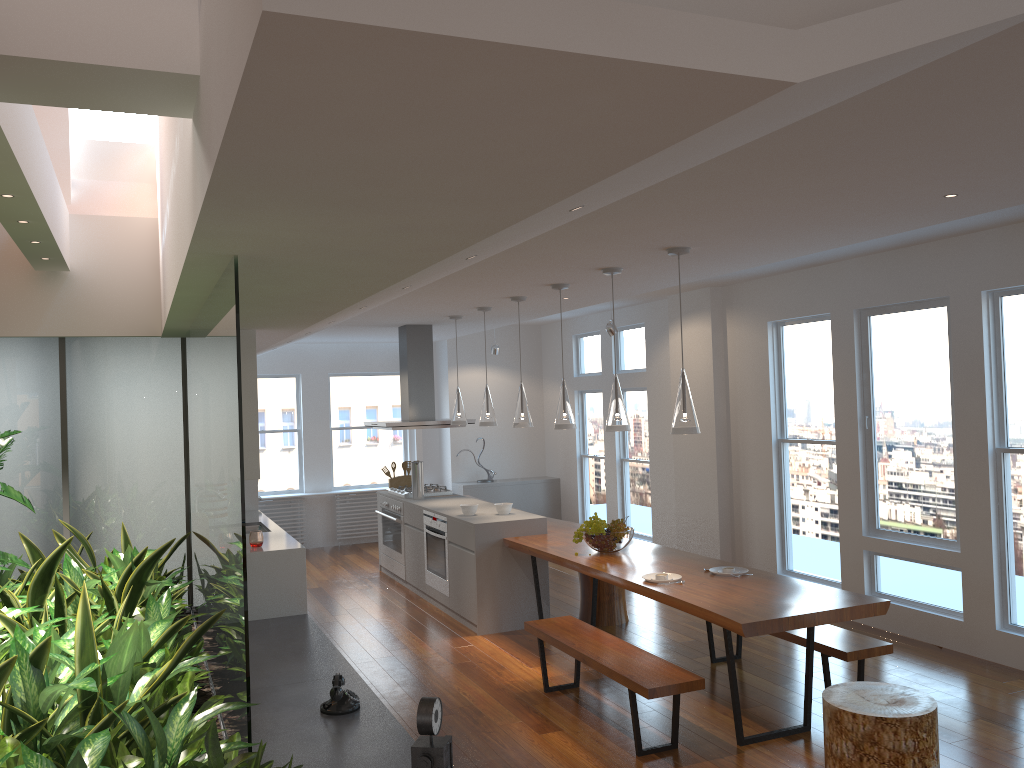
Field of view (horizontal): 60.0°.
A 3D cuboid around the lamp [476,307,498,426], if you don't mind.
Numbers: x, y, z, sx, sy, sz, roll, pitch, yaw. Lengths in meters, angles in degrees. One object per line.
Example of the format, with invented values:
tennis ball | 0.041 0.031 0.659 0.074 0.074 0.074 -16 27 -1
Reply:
lamp | -0.216 -0.180 7.405 0.160 1.060 0.160 -2 -1 4

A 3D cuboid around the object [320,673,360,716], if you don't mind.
object | -0.794 1.400 4.020 0.181 0.155 0.216 -3 -1 32

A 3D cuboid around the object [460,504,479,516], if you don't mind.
object | -0.344 1.015 7.148 0.152 0.082 0.152 -2 -1 16

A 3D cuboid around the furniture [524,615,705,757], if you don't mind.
furniture | 0.504 1.626 4.831 0.316 0.389 1.433 -2 -1 -23

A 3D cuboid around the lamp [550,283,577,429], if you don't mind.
lamp | 0.346 -0.222 6.073 0.160 1.060 0.160 -2 -1 4

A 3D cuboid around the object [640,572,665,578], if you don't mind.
object | 0.810 1.099 5.108 0.158 0.017 0.019 -2 -1 -18

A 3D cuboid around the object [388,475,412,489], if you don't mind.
object | -1.120 1.041 9.340 0.353 0.157 0.084 -2 -1 -23

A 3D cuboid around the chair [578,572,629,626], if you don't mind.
chair | 0.710 1.626 6.956 0.396 0.455 0.402 -1 -1 -33

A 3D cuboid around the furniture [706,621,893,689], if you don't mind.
furniture | 1.603 1.597 5.296 0.316 0.389 1.433 -2 -1 -23

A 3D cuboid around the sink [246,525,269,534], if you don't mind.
sink | -2.147 1.253 6.937 0.449 0.192 0.666 -2 -1 -23

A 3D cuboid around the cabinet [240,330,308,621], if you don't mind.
cabinet | -2.584 0.852 7.888 0.676 2.280 4.565 -2 -1 -23

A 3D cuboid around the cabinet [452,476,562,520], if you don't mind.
cabinet | -0.059 1.579 11.167 1.309 0.725 0.420 -2 -1 -23

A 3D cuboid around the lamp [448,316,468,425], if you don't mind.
lamp | -0.497 -0.159 8.071 0.160 1.060 0.160 -2 -1 4

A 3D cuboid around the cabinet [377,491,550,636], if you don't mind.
cabinet | -0.561 1.495 8.079 0.597 0.832 2.936 -2 -1 -23

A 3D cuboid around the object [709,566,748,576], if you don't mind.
object | 1.253 1.085 5.128 0.222 0.020 0.222 -1 -1 -31

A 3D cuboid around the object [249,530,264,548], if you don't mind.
object | -1.729 1.049 5.998 0.094 0.106 0.094 -2 -1 -17

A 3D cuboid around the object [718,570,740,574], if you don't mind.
object | 1.253 1.090 5.128 0.124 0.011 0.124 -1 -1 -41

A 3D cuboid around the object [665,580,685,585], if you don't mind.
object | 0.886 1.097 4.878 0.149 0.014 0.044 -1 -1 -24

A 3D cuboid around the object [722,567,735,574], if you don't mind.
object | 1.253 1.079 5.128 0.079 0.030 0.070 -2 -1 20

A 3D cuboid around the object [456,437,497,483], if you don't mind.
object | -0.418 0.943 10.988 0.210 0.563 0.590 -3 -1 38

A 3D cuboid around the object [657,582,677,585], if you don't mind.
object | 0.874 1.102 4.909 0.164 0.006 0.017 -2 -1 -18

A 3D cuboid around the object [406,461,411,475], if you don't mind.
object | -1.087 0.961 9.346 0.057 0.299 0.019 -2 -1 -23

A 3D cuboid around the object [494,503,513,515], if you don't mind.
object | -0.066 1.005 7.131 0.152 0.082 0.152 -2 -1 28

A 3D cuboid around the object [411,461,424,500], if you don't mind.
object | -0.891 0.920 8.459 0.120 0.356 0.172 -2 -1 25

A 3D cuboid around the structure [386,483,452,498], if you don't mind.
structure | -0.933 1.072 8.934 0.520 0.073 0.650 -2 -1 -23

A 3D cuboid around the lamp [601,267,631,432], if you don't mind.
lamp | 0.627 -0.244 5.407 0.160 1.060 0.160 -2 -1 4

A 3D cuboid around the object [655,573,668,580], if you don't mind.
object | 0.846 1.091 5.008 0.079 0.030 0.070 -3 -1 30

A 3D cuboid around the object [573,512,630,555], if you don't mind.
object | 0.616 0.996 5.988 0.292 0.284 0.394 -3 -1 31

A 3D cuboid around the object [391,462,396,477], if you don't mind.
object | -1.236 0.965 9.305 0.055 0.299 0.027 -2 -1 -23

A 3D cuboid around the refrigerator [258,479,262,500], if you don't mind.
refrigerator | -2.815 1.087 8.589 0.725 1.772 0.908 -2 -1 -23

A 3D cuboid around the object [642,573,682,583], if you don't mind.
object | 0.846 1.097 5.007 0.222 0.020 0.222 -2 -1 18

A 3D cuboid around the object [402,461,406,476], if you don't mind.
object | -1.126 0.962 9.351 0.061 0.299 0.040 -1 -1 -25

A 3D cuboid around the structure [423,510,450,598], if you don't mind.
structure | -0.634 1.419 7.504 0.072 0.648 0.644 -2 -1 -23

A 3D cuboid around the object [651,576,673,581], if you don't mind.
object | 0.846 1.101 5.007 0.124 0.011 0.124 -2 -1 -2

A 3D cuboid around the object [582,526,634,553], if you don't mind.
object | 0.647 1.058 5.983 0.360 0.159 0.360 -3 -1 31

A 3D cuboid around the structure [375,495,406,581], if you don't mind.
structure | -0.952 1.498 8.900 0.649 0.735 0.890 -2 -1 -23

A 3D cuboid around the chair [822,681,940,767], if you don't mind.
chair | 1.594 1.562 3.840 0.460 0.400 0.460 -2 -1 -13

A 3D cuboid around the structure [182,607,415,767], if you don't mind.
structure | -1.946 1.697 3.334 3.088 0.386 5.584 -2 -1 -23

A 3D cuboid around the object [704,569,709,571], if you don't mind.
object | 1.197 1.092 5.238 0.149 0.014 0.044 -2 -1 -22

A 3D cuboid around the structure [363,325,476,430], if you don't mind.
structure | -0.965 -0.259 8.933 0.909 1.405 0.900 -2 -1 -23

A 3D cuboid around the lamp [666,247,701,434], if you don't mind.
lamp | 0.908 -0.265 4.741 0.160 1.060 0.160 -2 -1 4

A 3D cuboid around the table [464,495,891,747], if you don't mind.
table | 0.291 1.510 6.922 0.893 0.704 5.996 -2 -1 -23

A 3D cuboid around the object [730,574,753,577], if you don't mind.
object | 1.306 1.081 5.035 0.158 0.017 0.019 -1 -1 -28

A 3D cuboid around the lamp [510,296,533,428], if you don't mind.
lamp | 0.065 -0.201 6.739 0.160 1.060 0.160 -2 -1 4

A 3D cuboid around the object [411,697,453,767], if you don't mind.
object | -0.149 1.149 2.437 0.318 0.565 0.134 -2 -1 13

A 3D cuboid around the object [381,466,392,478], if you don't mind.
object | -1.268 0.983 9.288 0.199 0.259 0.016 -2 -1 -12
